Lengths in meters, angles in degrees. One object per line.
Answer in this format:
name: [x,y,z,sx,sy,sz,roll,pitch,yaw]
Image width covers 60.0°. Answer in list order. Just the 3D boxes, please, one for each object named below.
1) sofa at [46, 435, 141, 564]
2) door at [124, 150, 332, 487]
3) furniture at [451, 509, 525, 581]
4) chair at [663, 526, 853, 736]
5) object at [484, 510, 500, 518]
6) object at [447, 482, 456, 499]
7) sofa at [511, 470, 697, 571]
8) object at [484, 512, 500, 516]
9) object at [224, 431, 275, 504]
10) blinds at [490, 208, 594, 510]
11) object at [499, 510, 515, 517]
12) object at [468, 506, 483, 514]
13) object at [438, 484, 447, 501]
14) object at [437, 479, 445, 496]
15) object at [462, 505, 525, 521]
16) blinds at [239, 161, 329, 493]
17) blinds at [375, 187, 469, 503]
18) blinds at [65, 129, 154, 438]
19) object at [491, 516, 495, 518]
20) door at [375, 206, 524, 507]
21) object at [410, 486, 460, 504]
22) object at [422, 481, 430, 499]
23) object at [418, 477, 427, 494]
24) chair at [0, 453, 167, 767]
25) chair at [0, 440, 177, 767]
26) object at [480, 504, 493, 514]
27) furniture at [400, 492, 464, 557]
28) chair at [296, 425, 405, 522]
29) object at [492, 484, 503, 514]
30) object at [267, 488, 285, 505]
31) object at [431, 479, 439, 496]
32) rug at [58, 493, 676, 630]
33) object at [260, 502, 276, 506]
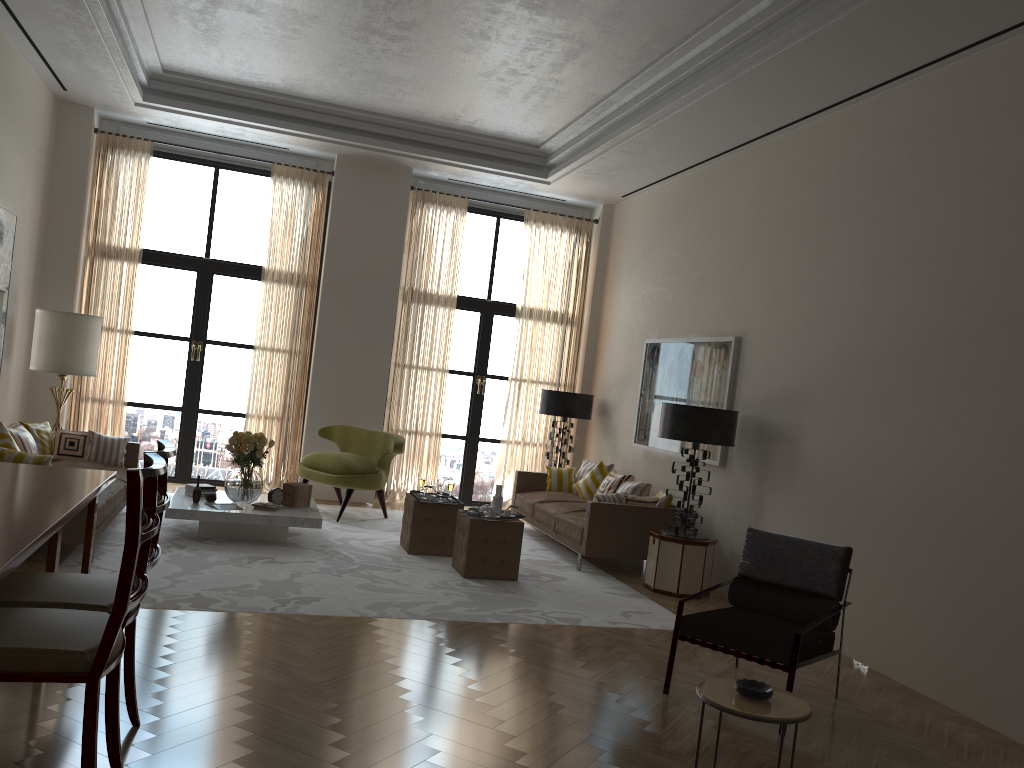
sofa: [-4.655,1.070,8.916,1.352,0.820,2.975,7,0,-16]
door: [-4.560,-0.887,13.011,3.261,4.770,0.239,7,1,-17]
furniture: [-0.261,1.693,9.334,0.614,0.616,0.613,7,1,-16]
chair: [1.802,1.665,6.301,0.875,1.136,1.136,7,1,39]
object: [-0.204,1.345,9.159,0.176,0.067,0.176,7,0,-15]
object: [-0.709,1.235,10.241,0.098,0.192,0.098,7,1,9]
sofa: [1.045,1.766,11.569,1.352,0.820,2.975,7,0,-16]
object: [-0.217,1.353,9.259,0.186,0.026,0.041,7,0,-9]
object: [-2.950,0.939,9.928,0.540,0.822,0.626,6,1,-21]
blinds: [0.497,-0.287,14.289,1.243,4.877,0.418,7,1,-15]
object: [-0.049,1.366,9.364,0.176,0.067,0.175,7,0,-18]
object: [-0.374,1.313,9.238,0.176,0.067,0.175,7,0,-41]
object: [-0.791,1.224,9.924,0.098,0.192,0.098,7,1,-17]
object: [-0.850,1.219,10.468,0.098,0.192,0.098,7,1,31]
object: [-0.190,1.341,9.331,0.440,0.101,0.721,7,0,37]
blinds: [-3.384,-0.757,13.127,0.874,4.877,0.417,7,1,-14]
blinds: [-1.386,-0.515,13.727,0.960,4.877,0.418,6,1,-14]
blinds: [-5.664,-1.028,12.446,0.781,4.889,0.419,6,1,-14]
object: [-0.194,1.366,9.060,0.053,0.026,0.049,7,0,-15]
door: [-0.469,-0.391,14.235,3.088,4.770,0.239,7,1,-17]
object: [-0.889,1.272,10.195,0.491,0.092,0.801,7,0,-16]
object: [-0.986,1.201,10.028,0.098,0.192,0.098,7,1,9]
object: [-1.060,1.194,10.367,0.098,0.192,0.098,6,1,-34]
chair: [-1.939,1.021,3.581,0.878,1.506,0.655,7,1,-16]
chair: [-2.132,1.001,4.198,0.878,1.506,0.655,7,1,-16]
object: [-0.269,1.321,9.394,0.176,0.105,0.136,7,0,-20]
furniture: [-0.926,1.617,10.209,0.614,0.616,0.613,7,1,-16]
chair: [-2.305,1.196,12.049,1.787,1.214,1.031,7,1,41]
object: [-0.154,1.235,9.515,0.113,0.305,0.125,7,1,20]
object: [-2.653,1.271,9.979,0.082,0.209,0.205,8,1,35]
object: [-0.907,1.212,10.337,0.098,0.192,0.098,7,1,-17]
rug: [-1.715,1.798,9.975,5.522,0.065,5.724,7,0,-16]
object: [-2.681,1.315,9.735,0.139,0.019,0.137,7,0,-32]
